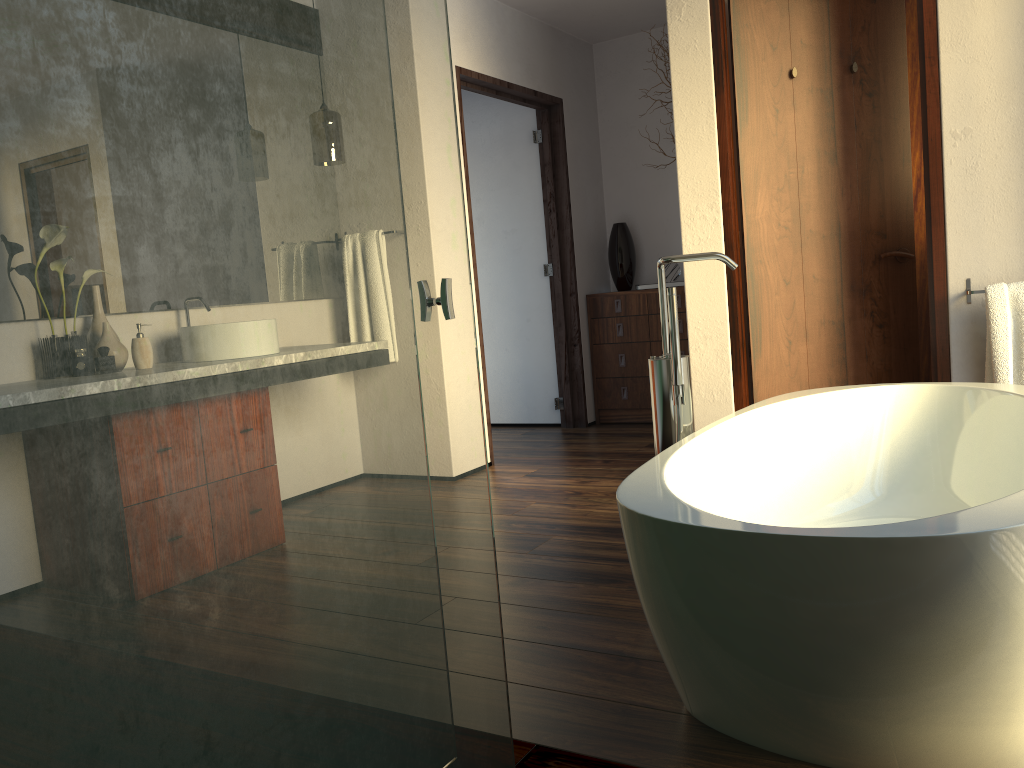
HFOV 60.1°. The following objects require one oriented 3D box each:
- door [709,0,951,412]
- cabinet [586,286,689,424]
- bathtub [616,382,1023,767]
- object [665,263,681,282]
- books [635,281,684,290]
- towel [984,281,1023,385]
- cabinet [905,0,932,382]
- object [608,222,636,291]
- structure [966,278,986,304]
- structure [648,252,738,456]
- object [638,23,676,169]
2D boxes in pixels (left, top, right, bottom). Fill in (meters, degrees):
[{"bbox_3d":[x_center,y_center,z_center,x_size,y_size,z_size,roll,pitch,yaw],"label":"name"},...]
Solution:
[{"bbox_3d":[1.227,-0.582,3.321,0.747,1.946,0.454,-2,6,32],"label":"door"},{"bbox_3d":[1.074,-0.184,5.266,1.165,0.800,0.394,-2,7,32],"label":"cabinet"},{"bbox_3d":[0.786,0.341,1.913,0.782,0.485,1.585,-2,7,31],"label":"bathtub"},{"bbox_3d":[0.947,-0.677,5.321,0.134,0.131,0.128,-2,6,27],"label":"object"},{"bbox_3d":[0.999,-0.601,5.307,0.500,0.034,0.245,-4,6,7],"label":"books"},{"bbox_3d":[1.638,-0.004,2.787,0.264,0.637,0.152,-4,6,15],"label":"towel"},{"bbox_3d":[2.171,-0.965,4.169,1.516,2.362,0.351,-2,6,32],"label":"cabinet"},{"bbox_3d":[0.681,-0.784,5.470,0.174,0.417,0.166,0,8,44],"label":"object"},{"bbox_3d":[1.672,-0.304,2.755,0.463,0.088,0.100,-2,7,32],"label":"structure"},{"bbox_3d":[0.409,0.133,2.218,0.241,0.897,0.280,-7,6,-19],"label":"structure"},{"bbox_3d":[1.062,-1.296,5.029,0.722,1.449,0.835,-6,6,-15],"label":"object"}]
